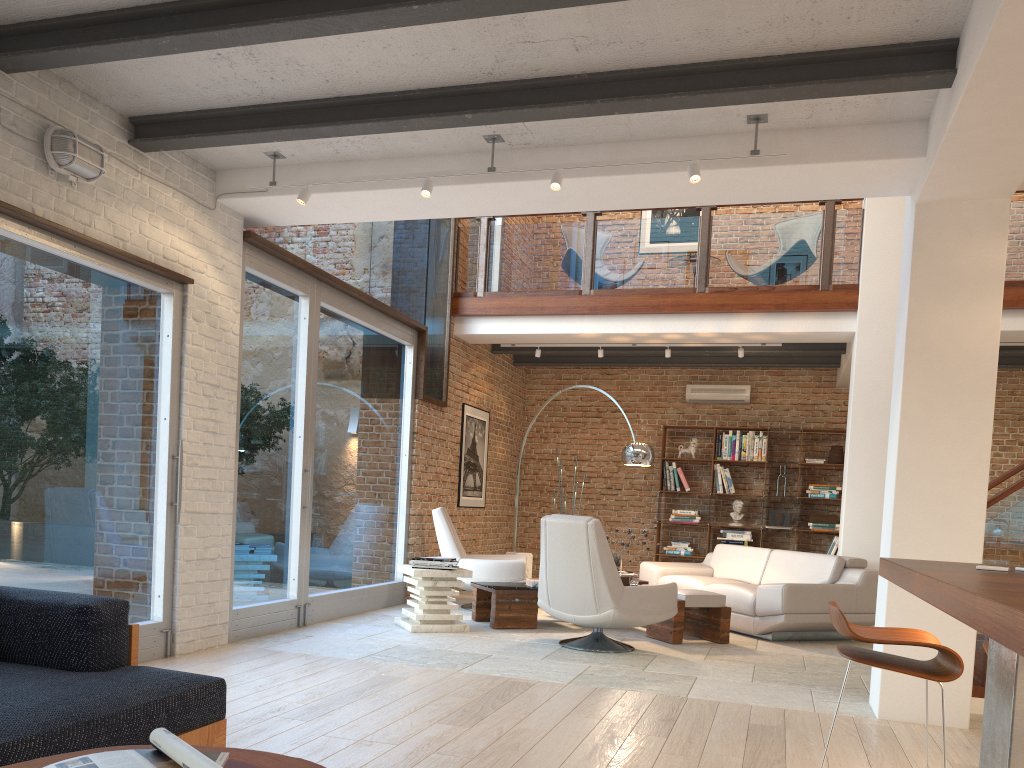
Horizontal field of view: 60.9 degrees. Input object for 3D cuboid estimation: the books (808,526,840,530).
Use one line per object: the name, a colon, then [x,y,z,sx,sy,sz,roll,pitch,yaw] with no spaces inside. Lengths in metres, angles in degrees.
books: [3.924,1.808,10.943,0.379,0.036,0.247,1,-8,12]

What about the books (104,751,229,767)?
books: [-0.703,0.760,1.681,0.253,0.011,0.320,4,-8,-8]

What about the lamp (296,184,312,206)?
lamp: [-1.216,-1.105,5.100,0.087,0.129,0.059,3,1,-23]

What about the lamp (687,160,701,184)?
lamp: [0.929,-1.082,4.441,0.059,0.128,0.086,3,-1,-13]

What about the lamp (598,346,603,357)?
lamp: [0.987,-0.355,9.701,0.060,0.120,0.086,3,-1,19]

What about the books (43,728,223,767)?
books: [-0.714,0.736,1.601,0.275,0.108,0.322,8,-9,-40]

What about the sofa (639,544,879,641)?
sofa: [2.304,1.966,8.444,1.149,0.751,2.337,5,-7,-22]

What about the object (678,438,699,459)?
object: [2.293,0.832,11.336,0.251,0.282,0.131,2,0,25]

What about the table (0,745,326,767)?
table: [-0.798,0.946,1.144,1.074,0.443,1.850,0,-8,23]

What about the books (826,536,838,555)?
books: [3.986,2.083,10.930,0.163,0.371,0.245,3,0,17]

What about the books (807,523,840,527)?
books: [3.902,1.766,10.912,0.379,0.036,0.247,1,-8,16]

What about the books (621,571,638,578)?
books: [0.985,1.843,8.399,0.404,0.074,0.250,9,-9,-40]

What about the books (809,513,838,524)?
books: [3.898,1.689,10.920,0.334,0.118,0.215,1,-6,17]

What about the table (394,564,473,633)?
table: [-0.653,1.763,7.191,0.497,0.502,0.495,4,-3,-23]

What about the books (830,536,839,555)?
books: [4.019,2.079,10.895,0.161,0.372,0.245,3,0,17]

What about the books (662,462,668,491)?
books: [2.031,1.220,11.486,0.091,0.383,0.245,4,0,18]

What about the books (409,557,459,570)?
books: [-0.621,1.480,7.232,0.389,0.079,0.573,3,-8,1]

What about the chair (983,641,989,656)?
chair: [2.001,1.237,3.338,0.404,0.773,0.423,3,0,17]

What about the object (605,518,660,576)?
object: [1.079,1.516,7.907,0.543,0.606,0.316,3,0,-12]

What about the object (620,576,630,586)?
object: [0.992,1.739,7.670,0.094,0.082,0.115,4,-4,-11]

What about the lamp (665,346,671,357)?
lamp: [1.698,-0.343,9.485,0.060,0.128,0.086,3,0,19]

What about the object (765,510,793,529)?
object: [3.387,1.717,11.049,0.335,0.232,0.286,2,-4,17]

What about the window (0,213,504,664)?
window: [-2.237,-1.520,5.192,0.645,6.360,12.456,4,-5,18]

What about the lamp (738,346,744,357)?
lamp: [2.436,-0.341,9.269,0.060,0.115,0.095,3,-1,24]

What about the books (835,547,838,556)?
books: [4.072,2.090,10.890,0.097,0.353,0.273,4,-1,18]

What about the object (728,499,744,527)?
object: [2.897,1.659,11.224,0.195,0.349,0.195,3,0,33]

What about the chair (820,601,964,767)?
chair: [1.264,1.152,3.000,0.421,0.773,0.405,3,0,17]

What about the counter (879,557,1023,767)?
counter: [1.902,0.987,2.112,1.682,0.914,2.522,1,-7,17]

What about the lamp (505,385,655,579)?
lamp: [0.685,1.183,9.108,0.321,2.343,2.026,1,0,-36]

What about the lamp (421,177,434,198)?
lamp: [-0.472,-1.103,4.865,0.060,0.120,0.086,3,-1,19]

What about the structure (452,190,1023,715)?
structure: [2.782,-0.287,4.229,10.132,4.115,13.997,1,-7,17]

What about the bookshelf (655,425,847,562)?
bookshelf: [3.395,1.672,11.063,3.027,2.197,0.365,2,2,17]

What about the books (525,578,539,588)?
books: [0.307,1.762,7.704,0.327,0.056,0.256,5,-8,-12]

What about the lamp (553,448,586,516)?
lamp: [0.699,1.738,11.210,0.419,1.817,0.198,3,3,-13]

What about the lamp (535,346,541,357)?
lamp: [0.297,-0.359,9.909,0.059,0.128,0.086,3,-1,-13]

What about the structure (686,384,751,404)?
structure: [2.690,0.134,11.370,0.811,0.218,0.201,1,-3,17]

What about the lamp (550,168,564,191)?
lamp: [0.238,-1.090,4.649,0.060,0.128,0.086,3,0,19]

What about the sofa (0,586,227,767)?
sofa: [-2.001,0.806,1.378,2.075,0.656,3.991,1,-8,17]

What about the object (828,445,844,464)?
object: [4.019,0.882,10.802,0.195,0.232,0.193,4,-2,-25]

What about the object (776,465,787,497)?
object: [3.408,1.224,11.006,0.121,0.398,0.062,4,3,20]

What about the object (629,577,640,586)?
object: [1.054,1.711,7.538,0.091,0.084,0.091,4,-3,-23]

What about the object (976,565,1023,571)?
object: [1.757,0.611,2.904,0.394,0.034,0.200,0,-8,21]

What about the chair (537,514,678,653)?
chair: [0.615,1.498,6.570,1.024,1.013,0.979,1,-3,34]

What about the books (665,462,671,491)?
books: [2.069,1.221,11.483,0.091,0.383,0.245,4,0,18]

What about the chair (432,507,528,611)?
chair: [-0.322,1.744,8.707,0.983,0.995,1.032,3,-3,2]

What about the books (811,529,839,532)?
books: [3.931,1.834,10.926,0.355,0.020,0.275,1,-8,16]

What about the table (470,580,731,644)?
table: [0.647,1.964,7.892,1.979,0.427,2.214,6,-8,-22]
